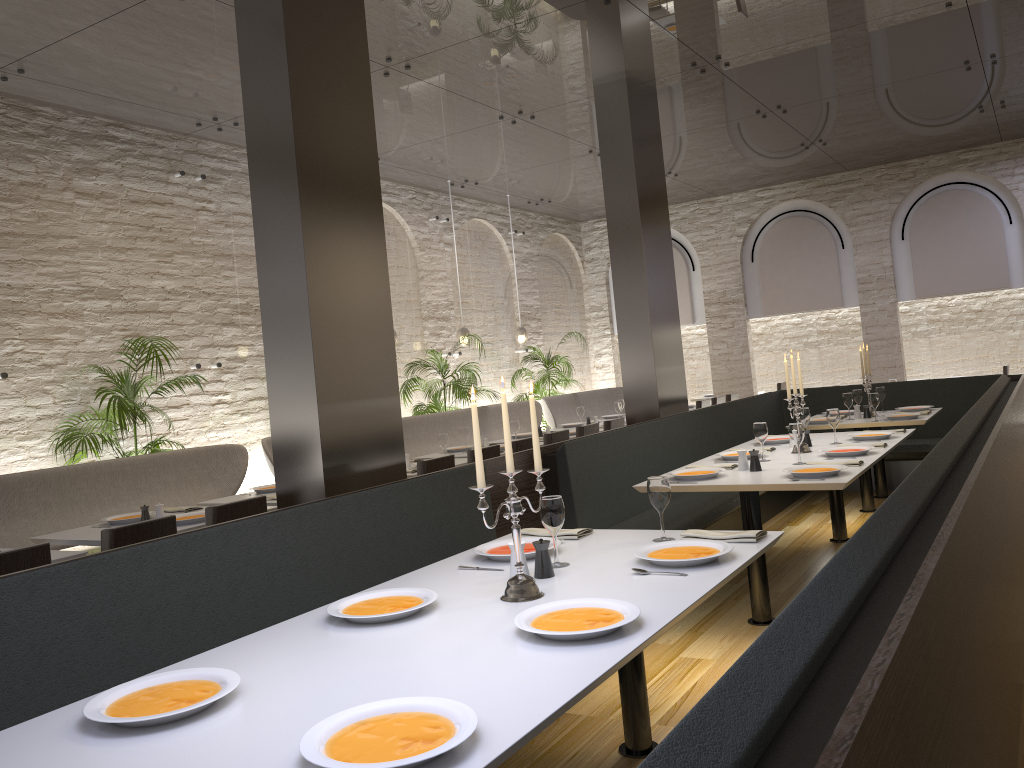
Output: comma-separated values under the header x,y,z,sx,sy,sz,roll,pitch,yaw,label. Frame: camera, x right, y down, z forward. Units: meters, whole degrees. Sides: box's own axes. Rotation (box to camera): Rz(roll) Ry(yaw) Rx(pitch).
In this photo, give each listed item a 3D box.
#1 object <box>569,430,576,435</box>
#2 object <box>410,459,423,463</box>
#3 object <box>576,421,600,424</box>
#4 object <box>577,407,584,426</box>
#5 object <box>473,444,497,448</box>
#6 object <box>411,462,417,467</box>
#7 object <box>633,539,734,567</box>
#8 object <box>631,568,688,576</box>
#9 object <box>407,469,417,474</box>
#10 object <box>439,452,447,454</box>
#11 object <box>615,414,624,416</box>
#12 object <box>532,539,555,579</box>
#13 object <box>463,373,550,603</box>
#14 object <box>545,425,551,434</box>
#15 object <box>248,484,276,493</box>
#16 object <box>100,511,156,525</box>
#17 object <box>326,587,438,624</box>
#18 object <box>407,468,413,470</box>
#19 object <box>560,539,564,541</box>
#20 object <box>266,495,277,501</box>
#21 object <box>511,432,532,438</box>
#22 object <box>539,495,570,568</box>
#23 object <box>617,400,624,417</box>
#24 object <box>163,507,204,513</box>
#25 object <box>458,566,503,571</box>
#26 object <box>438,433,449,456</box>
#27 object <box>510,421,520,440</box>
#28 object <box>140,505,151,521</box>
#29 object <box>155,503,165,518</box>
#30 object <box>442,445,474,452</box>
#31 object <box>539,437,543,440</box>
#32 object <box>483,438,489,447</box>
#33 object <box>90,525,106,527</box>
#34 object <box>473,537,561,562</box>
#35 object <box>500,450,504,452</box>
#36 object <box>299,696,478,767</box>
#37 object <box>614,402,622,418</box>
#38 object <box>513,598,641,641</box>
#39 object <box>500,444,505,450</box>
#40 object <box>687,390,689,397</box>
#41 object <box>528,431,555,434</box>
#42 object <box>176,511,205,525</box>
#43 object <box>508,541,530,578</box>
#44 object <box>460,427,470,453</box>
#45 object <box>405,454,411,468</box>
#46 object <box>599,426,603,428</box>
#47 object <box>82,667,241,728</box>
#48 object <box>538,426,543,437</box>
x,y,z,sx,sy,sz,roll,pitch,yaw,label
0.573,0.499,8.963,0.321,0.036,0.321,-5,1,9,object
-0.898,0.659,7.531,0.272,0.033,0.143,-5,1,31,object
0.889,0.462,10.483,0.272,0.033,0.143,-5,1,31,object
0.776,0.371,9.941,0.086,0.231,0.086,-5,-2,-29,object
-0.296,0.593,8.524,0.272,0.033,0.143,-5,1,31,object
-0.635,0.632,6.969,0.321,0.036,0.321,-5,1,14,object
0.559,0.557,2.888,0.322,0.036,0.321,-6,1,-39,object
0.450,0.577,2.714,0.181,0.015,0.038,-5,0,33,object
-0.821,0.660,6.661,0.272,0.033,0.143,-5,1,31,object
-0.587,0.628,8.086,0.185,0.010,0.017,-5,0,31,object
1.460,0.400,11.426,0.272,0.033,0.143,-5,1,31,object
0.099,0.559,2.839,0.068,0.127,0.069,-6,-1,25,object
0.000,0.298,2.614,0.131,0.657,0.390,-7,-2,42,object
0.369,0.478,9.063,0.059,0.109,0.059,-6,-1,23,object
-1.693,0.739,6.253,0.322,0.036,0.321,-6,1,-24,object
-2.280,0.804,5.284,0.321,0.036,0.321,-5,1,9,object
-0.373,0.648,2.567,0.321,0.036,0.321,-5,1,7,object
-0.733,0.651,6.814,0.181,0.015,0.038,-5,0,33,object
0.119,0.602,3.394,0.181,0.015,0.038,-5,0,33,object
-1.424,0.726,5.666,0.272,0.033,0.143,-5,1,31,object
0.117,0.540,9.243,0.321,0.036,0.321,-5,1,9,object
0.142,0.496,2.983,0.086,0.231,0.086,-7,-2,43,object
1.345,0.309,10.880,0.086,0.231,0.086,-5,-2,-29,object
-2.087,0.790,5.567,0.272,0.033,0.143,-5,1,31,object
-0.104,0.629,3.025,0.185,0.010,0.017,-5,0,31,object
-0.554,0.522,7.253,0.086,0.231,0.086,-7,-2,37,object
0.034,0.458,8.225,0.086,0.231,0.086,-5,-2,-17,object
-2.111,0.750,5.101,0.059,0.109,0.059,-6,-1,23,object
-2.028,0.742,5.104,0.059,0.109,0.059,-6,-1,23,object
-0.489,0.607,8.242,0.321,0.036,0.321,-5,1,9,object
0.386,0.527,8.657,0.272,0.033,0.143,-5,1,31,object
-0.237,0.545,8.061,0.059,0.109,0.059,-6,-1,23,object
-2.378,0.825,5.129,0.185,0.010,0.017,-5,0,31,object
0.020,0.605,3.218,0.322,0.036,0.321,-6,1,-39,object
-0.220,0.594,7.655,0.272,0.033,0.143,-5,1,31,object
-0.219,0.643,1.602,0.321,0.036,0.321,-5,1,7,object
1.228,0.326,10.197,0.086,0.231,0.086,-5,-2,-29,object
0.165,0.600,2.237,0.321,0.036,0.321,-5,1,7,object
-0.033,0.566,7.962,0.321,0.036,0.321,-5,1,9,object
2.380,0.200,12.100,0.086,0.231,0.086,-5,-2,-29,object
0.310,0.526,9.526,0.272,0.033,0.143,-5,1,31,object
-1.824,0.763,5.004,0.321,0.036,0.321,-5,1,9,object
0.020,0.566,2.858,0.068,0.127,0.069,-6,-1,25,object
-0.418,0.503,7.969,0.086,0.231,0.086,-5,-2,-17,object
-0.838,0.611,7.068,0.059,0.109,0.059,-6,-1,23,object
0.965,0.463,9.613,0.272,0.033,0.143,-5,1,31,object
-0.758,0.691,1.932,0.321,0.036,0.321,-5,1,7,object
0.286,0.486,9.060,0.059,0.109,0.059,-6,-1,23,object
